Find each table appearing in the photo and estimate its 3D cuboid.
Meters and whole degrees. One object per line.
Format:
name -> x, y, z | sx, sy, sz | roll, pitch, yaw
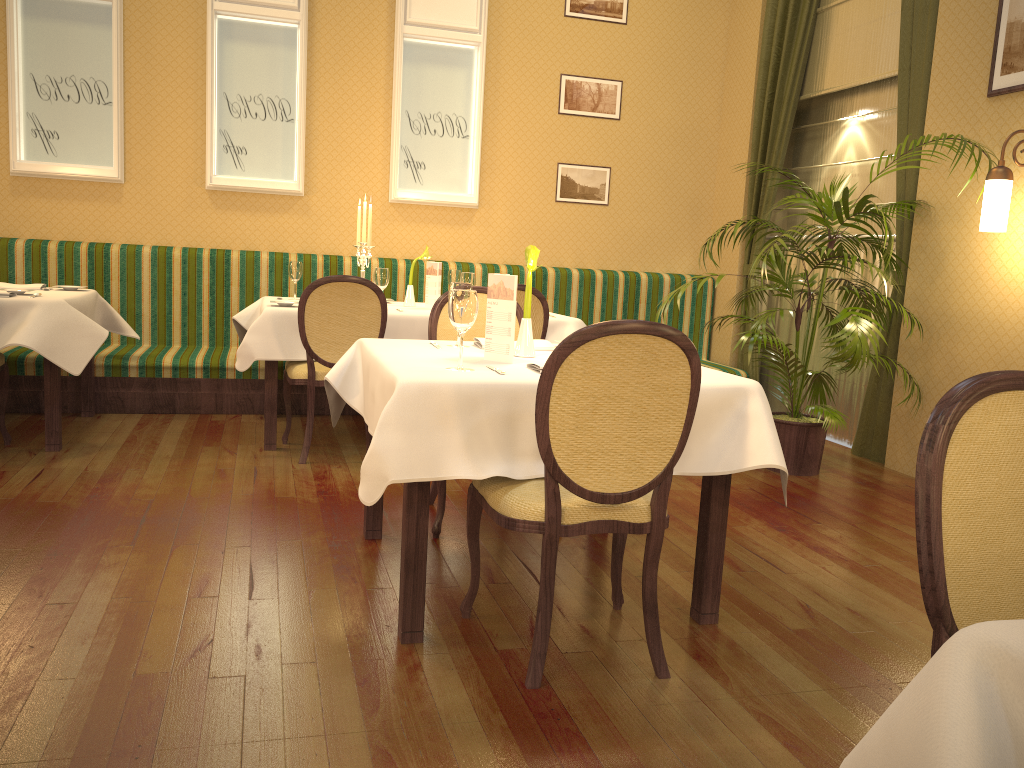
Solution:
table -> -3.155, -0.118, 4.561 | 2.152, 0.759, 1.385 | 1, 8, -16
table -> 0.083, 0.290, 2.993 | 1.395, 0.759, 1.389 | 1, 8, -14
table -> 1.433, 0.702, 0.657 | 2.152, 0.759, 1.385 | 1, 8, -16
table -> -0.558, -0.077, 5.295 | 2.152, 0.759, 1.385 | 1, 8, -16

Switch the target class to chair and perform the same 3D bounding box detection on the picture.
chair -> 0.857, 0.492, 1.216 | 0.530, 0.955, 0.571 | 1, 8, -16
chair -> -2.705, -0.128, 4.133 | 0.530, 0.955, 0.571 | 1, 8, -16
chair -> -0.919, -0.100, 4.639 | 0.530, 0.955, 0.571 | 1, 8, -16
chair -> 0.188, 0.277, 2.455 | 0.530, 0.955, 0.571 | 1, 8, -16
chair -> -0.094, 0.089, 3.651 | 0.530, 0.955, 0.571 | 1, 8, -16
chair -> -0.100, -0.082, 4.836 | 0.530, 0.955, 0.571 | 1, 8, -16

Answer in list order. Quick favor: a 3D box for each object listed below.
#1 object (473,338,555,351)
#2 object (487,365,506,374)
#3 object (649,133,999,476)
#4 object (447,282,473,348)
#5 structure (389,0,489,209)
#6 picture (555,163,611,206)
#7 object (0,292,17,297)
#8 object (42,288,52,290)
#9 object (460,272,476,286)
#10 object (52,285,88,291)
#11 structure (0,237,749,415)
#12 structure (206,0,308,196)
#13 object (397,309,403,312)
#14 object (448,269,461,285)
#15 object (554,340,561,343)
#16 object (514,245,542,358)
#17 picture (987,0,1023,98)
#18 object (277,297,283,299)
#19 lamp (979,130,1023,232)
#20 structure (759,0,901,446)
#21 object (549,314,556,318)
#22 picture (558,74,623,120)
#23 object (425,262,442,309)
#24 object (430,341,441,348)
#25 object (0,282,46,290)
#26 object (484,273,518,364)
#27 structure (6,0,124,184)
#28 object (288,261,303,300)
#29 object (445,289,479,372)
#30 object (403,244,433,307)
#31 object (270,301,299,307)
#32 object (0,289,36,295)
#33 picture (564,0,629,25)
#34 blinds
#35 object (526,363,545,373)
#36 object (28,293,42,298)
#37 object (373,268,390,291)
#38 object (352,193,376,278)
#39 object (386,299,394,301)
object -> 0.008, -0.144, 3.245 | 0.273, 0.033, 0.142 | 1, 8, -16
object -> -0.050, -0.045, 2.591 | 0.017, 0.010, 0.185 | 1, 8, -16
object -> 1.650, -0.392, 4.734 | 1.552, 1.807, 1.496 | -3, 10, -35
object -> -0.187, -0.249, 3.186 | 0.088, 0.229, 0.088 | 8, 10, 32
structure -> -0.498, -2.798, 6.367 | 0.670, 2.985, 0.200 | 1, 8, -16
picture -> 0.550, -1.540, 6.842 | 0.437, 0.294, 0.008 | 1, 8, -16
object -> -2.574, -0.439, 4.306 | 0.273, 0.024, 0.142 | 1, 8, -16
object -> -2.606, -0.536, 4.989 | 0.038, 0.015, 0.181 | 1, 8, -14
object -> -0.249, -0.506, 4.952 | 0.088, 0.229, 0.088 | 8, 10, 32
object -> -2.519, -0.545, 5.060 | 0.160, 0.024, 0.160 | 1, 8, -16
structure -> -5.327, -0.429, 4.956 | 14.516, 1.031, 0.850 | 1, 8, -16
structure -> -1.720, -2.818, 6.021 | 0.661, 2.985, 0.200 | 1, 8, -16
object -> -0.626, -0.413, 4.925 | 0.017, 0.010, 0.185 | 1, 8, -16
object -> -0.368, -0.610, 5.632 | 0.088, 0.229, 0.088 | 8, 10, 32
object -> 0.258, -0.142, 3.348 | 0.160, 0.024, 0.160 | 1, 8, -16
object -> 0.057, -0.284, 3.012 | 0.076, 0.375, 0.163 | 4, 8, 6
picture -> 2.457, -1.713, 4.211 | 0.022, 0.619, 0.412 | 1, 8, -16
object -> -1.405, -0.522, 5.366 | 0.038, 0.015, 0.181 | 1, 8, -14
lamp -> 2.316, -0.910, 4.097 | 0.323, 0.513, 0.114 | -1, 9, -26
structure -> 2.207, -1.886, 5.766 | 0.123, 4.511, 1.942 | 1, 8, -16
object -> 0.218, -0.399, 5.151 | 0.038, 0.015, 0.181 | 1, 8, -14
picture -> 0.600, -2.184, 6.753 | 0.504, 0.294, 0.008 | 1, 8, -16
object -> -0.468, -0.581, 5.234 | 0.081, 0.277, 0.166 | 3, 8, 1
object -> -0.272, -0.141, 3.171 | 0.017, 0.010, 0.185 | 1, 8, -15
object -> -2.770, -0.547, 4.957 | 0.273, 0.033, 0.142 | 1, 8, -16
object -> -0.042, -0.211, 2.822 | 0.081, 0.277, 0.166 | 2, 8, -9
structure -> -2.871, -2.836, 5.696 | 0.687, 2.985, 0.200 | 1, 8, -16
object -> -1.312, -0.626, 5.370 | 0.088, 0.229, 0.088 | 8, 10, 32
object -> -0.143, -0.154, 2.546 | 0.088, 0.229, 0.088 | 8, 10, 32
object -> -0.567, -0.650, 5.320 | 0.163, 0.375, 0.076 | -1, 9, -29
object -> -1.213, -0.427, 4.749 | 0.160, 0.024, 0.160 | 1, 8, -16
object -> -2.523, -0.467, 4.514 | 0.160, 0.024, 0.160 | 1, 8, -16
picture -> 0.639, -2.880, 6.653 | 0.504, 0.294, 0.008 | 1, 8, -16
blinds -> 2.099, -1.900, 5.732 | 0.225, 4.537, 1.934 | 1, 9, -17
object -> 0.194, -0.048, 2.673 | 0.273, 0.024, 0.142 | 1, 8, -16
object -> -2.379, -0.441, 4.417 | 0.038, 0.015, 0.181 | 1, 8, -14
object -> -0.722, -0.524, 4.889 | 0.088, 0.229, 0.088 | 8, 10, 32
object -> -0.866, -0.784, 5.172 | 0.131, 0.655, 0.390 | 2, 8, -10
object -> -0.828, -0.521, 5.556 | 0.160, 0.024, 0.160 | 1, 8, -16
